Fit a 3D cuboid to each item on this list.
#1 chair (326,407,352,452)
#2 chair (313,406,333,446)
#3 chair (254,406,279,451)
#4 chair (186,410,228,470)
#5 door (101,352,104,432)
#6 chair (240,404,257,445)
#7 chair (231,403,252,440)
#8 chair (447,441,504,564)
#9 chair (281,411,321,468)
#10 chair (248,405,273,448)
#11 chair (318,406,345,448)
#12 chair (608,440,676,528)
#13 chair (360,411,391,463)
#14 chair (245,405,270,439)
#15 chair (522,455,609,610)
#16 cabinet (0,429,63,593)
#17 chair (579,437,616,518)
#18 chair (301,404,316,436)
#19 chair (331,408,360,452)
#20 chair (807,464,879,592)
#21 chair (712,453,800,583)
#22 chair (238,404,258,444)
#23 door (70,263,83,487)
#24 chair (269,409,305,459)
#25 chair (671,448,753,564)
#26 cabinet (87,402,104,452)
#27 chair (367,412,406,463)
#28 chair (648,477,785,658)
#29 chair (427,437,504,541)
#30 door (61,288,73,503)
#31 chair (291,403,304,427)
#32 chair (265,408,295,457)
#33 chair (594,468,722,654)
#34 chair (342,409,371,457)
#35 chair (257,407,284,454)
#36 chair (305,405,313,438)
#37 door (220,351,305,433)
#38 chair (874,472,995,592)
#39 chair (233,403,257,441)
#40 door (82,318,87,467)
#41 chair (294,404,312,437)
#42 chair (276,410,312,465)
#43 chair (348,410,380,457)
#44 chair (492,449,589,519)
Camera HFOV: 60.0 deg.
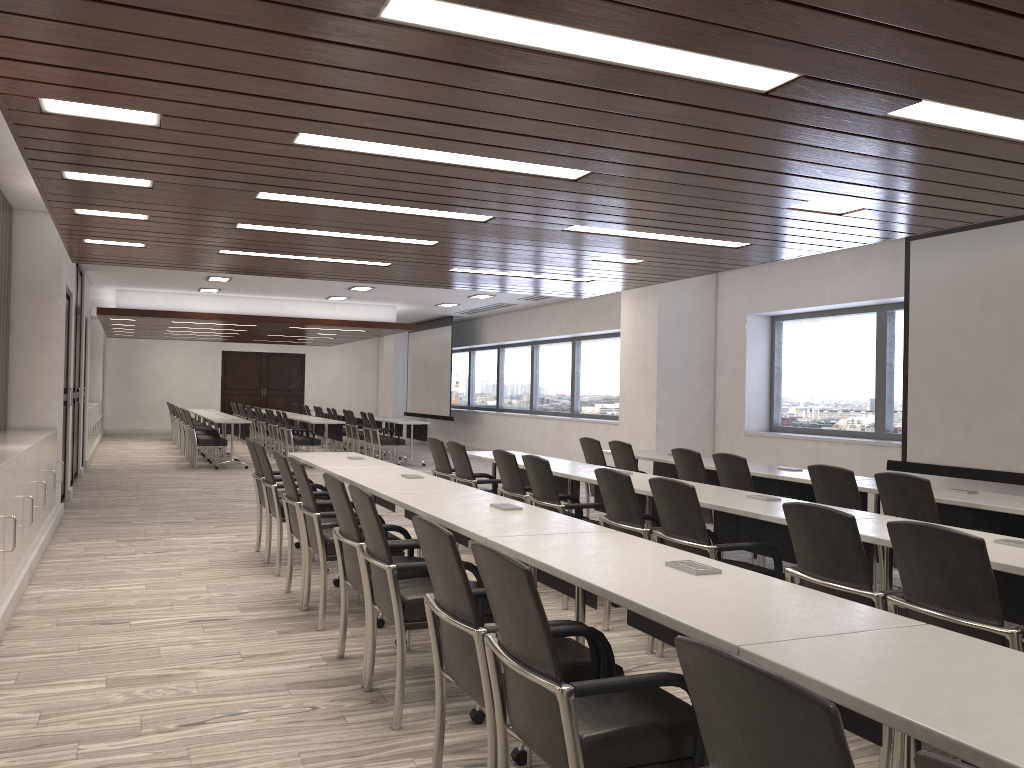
[{"bbox_3d":[-3.640,0.972,18.921,0.638,0.939,0.513,1,-1,-23],"label":"chair"},{"bbox_3d":[-4.228,0.974,20.323,0.638,0.939,0.513,1,-1,-24],"label":"chair"},{"bbox_3d":[-5.012,0.938,18.324,0.638,0.939,0.513,1,-1,-23],"label":"chair"},{"bbox_3d":[-4.981,0.901,14.457,0.638,0.939,0.513,1,-1,-22],"label":"chair"},{"bbox_3d":[-10.529,0.154,22.666,0.200,2.323,1.163,1,-1,-23],"label":"door"},{"bbox_3d":[-6.011,0.939,20.650,0.638,0.939,0.513,1,-1,-23],"label":"chair"},{"bbox_3d":[-6.824,0.941,22.519,0.638,0.939,0.513,1,-1,-24],"label":"chair"},{"bbox_3d":[-0.197,0.930,7.179,0.638,0.939,0.513,1,-1,-24],"label":"chair"},{"bbox_3d":[-3.592,0.936,15.057,0.638,0.939,0.513,1,-1,-24],"label":"chair"},{"bbox_3d":[-5.412,0.938,19.249,0.638,0.939,0.513,1,-1,-23],"label":"chair"},{"bbox_3d":[-4.026,0.973,19.838,0.638,0.939,0.513,1,-1,-23],"label":"chair"},{"bbox_3d":[1.186,0.965,7.777,0.638,0.939,0.513,1,-1,-23],"label":"chair"},{"bbox_3d":[-2.437,0.970,16.129,0.638,0.939,0.513,1,-1,-24],"label":"chair"},{"bbox_3d":[-5.611,0.939,19.734,0.638,0.939,0.513,1,-1,-23],"label":"chair"},{"bbox_3d":[0.401,0.929,5.775,0.638,0.939,0.513,1,-1,-24],"label":"chair"},{"bbox_3d":[-2.936,0.770,4.778,0.476,0.698,7.540,1,-1,-23],"label":"cabinet"},{"bbox_3d":[0.964,0.965,8.250,0.638,0.939,0.513,1,-1,-23],"label":"chair"},{"bbox_3d":[-4.849,0.974,21.723,0.638,0.939,0.513,1,-1,-23],"label":"chair"},{"bbox_3d":[-3.434,0.972,18.439,0.638,0.939,0.513,1,-1,-23],"label":"chair"},{"bbox_3d":[2.172,0.963,5.458,0.638,0.939,0.513,1,-1,-23],"label":"chair"},{"bbox_3d":[1.788,0.964,6.383,0.638,0.939,0.513,1,-1,-23],"label":"chair"},{"bbox_3d":[-6.210,0.940,21.130,0.638,0.939,0.513,1,-1,-23],"label":"chair"},{"bbox_3d":[-5.683,-0.137,11.454,0.200,2.889,2.327,1,-1,-23],"label":"door"},{"bbox_3d":[-4.194,0.937,16.457,0.638,0.939,0.513,1,-1,-24],"label":"chair"},{"bbox_3d":[1.576,0.964,6.861,0.638,0.939,0.513,1,-1,-23],"label":"chair"},{"bbox_3d":[-8.656,0.779,18.030,0.476,0.698,7.540,1,-1,-23],"label":"cabinet"},{"bbox_3d":[-2.231,0.970,15.649,0.638,0.939,0.513,1,-1,-23],"label":"chair"},{"bbox_3d":[1.018,0.928,4.389,0.638,0.939,0.513,1,-1,-24],"label":"chair"},{"bbox_3d":[-0.403,0.930,7.665,0.638,0.939,0.513,1,-1,-24],"label":"chair"},{"bbox_3d":[-4.842,0.145,9.489,0.200,2.323,1.163,1,-1,-23],"label":"door"},{"bbox_3d":[-5.443,0.975,23.113,0.638,0.939,0.513,1,-1,-23],"label":"chair"},{"bbox_3d":[-4.399,0.937,16.934,0.638,0.939,0.513,1,-1,-24],"label":"chair"},{"bbox_3d":[0.791,0.928,4.869,0.638,0.939,0.513,1,-1,-23],"label":"chair"},{"bbox_3d":[-3.026,0.972,17.535,0.638,0.939,0.513,1,-1,-24],"label":"chair"},{"bbox_3d":[-4.804,0.937,17.850,0.638,0.939,0.513,1,-1,-23],"label":"chair"},{"bbox_3d":[-4.640,0.974,21.233,0.638,0.939,0.513,1,-1,-24],"label":"chair"},{"bbox_3d":[-7.123,0.252,25.398,2.329,2.323,0.200,1,-1,-23],"label":"door"},{"bbox_3d":[2.392,0.963,4.981,0.638,0.939,0.513,1,-1,-23],"label":"chair"},{"bbox_3d":[-6.603,0.941,22.050,0.638,0.939,0.513,1,-1,-23],"label":"chair"},{"bbox_3d":[-6.534,0.147,13.410,0.200,2.323,1.163,1,-1,-23],"label":"door"},{"bbox_3d":[-5.244,0.975,22.631,0.638,0.939,0.513,1,-1,-22],"label":"chair"},{"bbox_3d":[-3.815,0.936,15.542,0.638,0.939,0.513,1,-1,-24],"label":"chair"},{"bbox_3d":[-2.835,0.971,17.049,0.638,0.939,0.513,1,-1,-23],"label":"chair"},{"bbox_3d":[0.195,0.929,6.256,0.638,0.939,0.513,1,-1,-23],"label":"chair"}]
